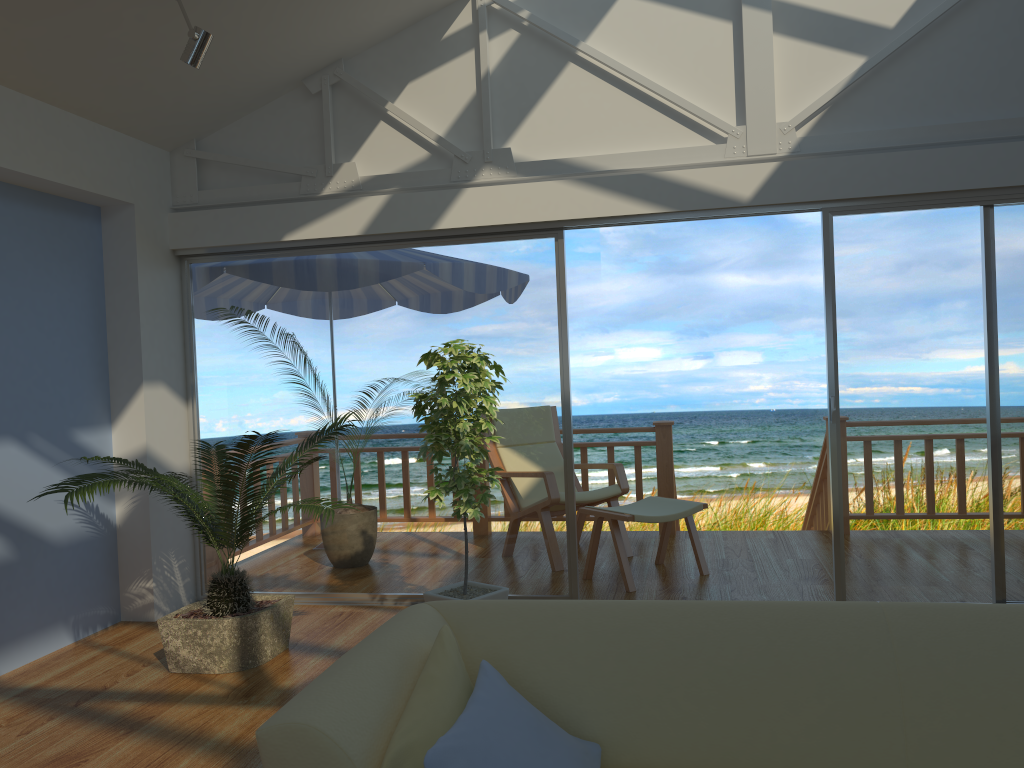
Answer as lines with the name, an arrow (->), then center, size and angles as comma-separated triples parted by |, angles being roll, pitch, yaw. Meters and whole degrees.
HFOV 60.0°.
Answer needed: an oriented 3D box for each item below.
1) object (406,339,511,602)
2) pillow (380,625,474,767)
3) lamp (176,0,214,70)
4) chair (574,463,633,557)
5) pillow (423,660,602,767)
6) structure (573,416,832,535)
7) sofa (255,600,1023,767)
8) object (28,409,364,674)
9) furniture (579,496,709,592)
object -> -0.206, 0.491, 4.102 | 0.495, 1.409, 0.699 | -3, 1, -15
pillow -> -0.070, 0.720, 1.794 | 0.275, 0.312, 0.571 | -2, 1, 9
lamp -> -1.317, -1.465, 3.607 | 0.194, 0.353, 0.125 | -2, 1, -6
chair -> 0.275, 0.652, 5.964 | 0.632, 0.982, 0.859 | -3, 1, -33
pillow -> 0.027, 0.753, 1.783 | 0.272, 0.244, 0.566 | -2, 1, 9
structure -> 1.760, 1.130, 6.523 | 6.950, 2.064, 4.086 | -2, 1, 12
sofa -> 0.821, 0.837, 1.755 | 2.448, 0.597, 0.950 | -2, 1, 12
object -> -1.365, 0.699, 4.034 | 1.413, 1.093, 1.488 | -2, 1, -6
furniture -> 0.780, 0.921, 5.217 | 0.619, 0.427, 0.449 | -3, 1, -33
